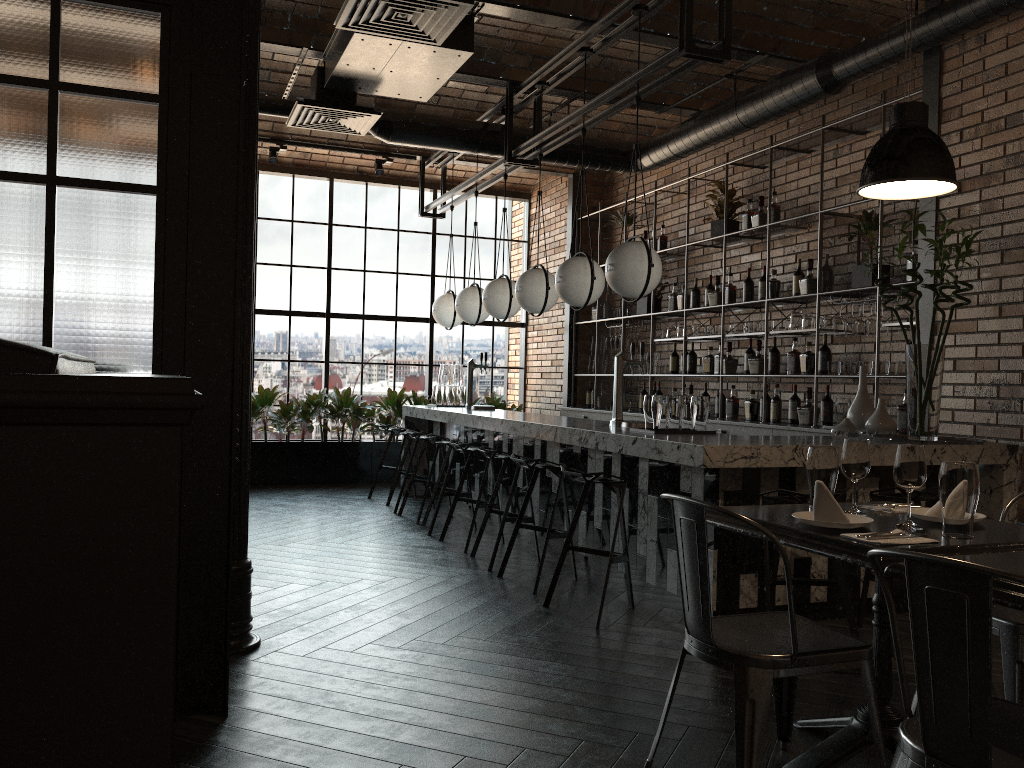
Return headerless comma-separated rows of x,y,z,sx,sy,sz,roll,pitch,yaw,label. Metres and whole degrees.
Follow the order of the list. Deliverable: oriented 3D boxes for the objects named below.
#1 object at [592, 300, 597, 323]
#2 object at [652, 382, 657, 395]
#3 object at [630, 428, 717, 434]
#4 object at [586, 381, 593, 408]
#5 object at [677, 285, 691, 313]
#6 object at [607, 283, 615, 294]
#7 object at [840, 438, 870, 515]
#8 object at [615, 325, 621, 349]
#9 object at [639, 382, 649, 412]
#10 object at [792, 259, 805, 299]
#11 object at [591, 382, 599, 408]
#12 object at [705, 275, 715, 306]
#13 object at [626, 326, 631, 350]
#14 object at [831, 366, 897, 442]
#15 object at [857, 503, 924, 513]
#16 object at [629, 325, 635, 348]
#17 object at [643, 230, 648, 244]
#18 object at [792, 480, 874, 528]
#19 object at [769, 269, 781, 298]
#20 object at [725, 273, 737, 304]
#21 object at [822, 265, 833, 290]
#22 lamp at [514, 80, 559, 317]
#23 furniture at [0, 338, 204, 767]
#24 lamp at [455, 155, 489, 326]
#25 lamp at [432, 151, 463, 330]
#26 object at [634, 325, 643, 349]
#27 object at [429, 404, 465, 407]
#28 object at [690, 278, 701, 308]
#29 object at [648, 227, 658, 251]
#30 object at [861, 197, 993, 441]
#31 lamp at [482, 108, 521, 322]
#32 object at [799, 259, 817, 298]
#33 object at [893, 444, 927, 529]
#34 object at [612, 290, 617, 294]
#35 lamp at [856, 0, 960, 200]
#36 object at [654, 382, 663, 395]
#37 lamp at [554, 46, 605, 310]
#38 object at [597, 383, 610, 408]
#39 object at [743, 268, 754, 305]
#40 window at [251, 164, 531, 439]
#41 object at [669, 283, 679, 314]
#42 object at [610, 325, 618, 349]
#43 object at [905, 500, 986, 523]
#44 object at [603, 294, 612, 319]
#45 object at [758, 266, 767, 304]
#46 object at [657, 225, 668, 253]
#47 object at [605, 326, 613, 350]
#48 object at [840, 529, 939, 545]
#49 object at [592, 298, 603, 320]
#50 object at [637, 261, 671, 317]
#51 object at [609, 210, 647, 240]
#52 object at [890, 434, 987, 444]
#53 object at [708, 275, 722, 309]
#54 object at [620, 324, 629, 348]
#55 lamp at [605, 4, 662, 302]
0.923,-0.821,9.775,0.086,0.298,0.086,2,0,27,object
1.376,0.127,8.559,0.086,0.298,0.086,2,0,27,object
0.904,0.263,4.988,0.437,0.019,0.273,1,0,-21,object
0.863,0.113,9.800,0.086,0.299,0.086,2,0,27,object
1.561,-0.775,8.057,0.094,0.248,0.151,1,0,-18,object
1.029,-1.053,9.185,0.092,0.244,0.092,1,0,-16,object
1.121,0.302,2.899,0.092,0.244,0.092,2,0,40,object
1.090,-0.478,8.991,0.092,0.244,0.092,1,0,-16,object
1.295,0.126,8.696,0.086,0.299,0.086,2,0,27,object
2.137,-0.782,6.605,0.086,0.299,0.086,2,0,27,object
0.904,0.114,9.610,0.086,0.297,0.086,1,0,12,object
1.717,-0.796,7.682,0.086,0.298,0.086,2,0,27,object
1.208,-0.476,9.144,0.092,0.244,0.092,1,0,-16,object
1.872,0.101,4.692,0.319,0.397,0.316,2,0,28,object
1.297,0.419,3.031,0.255,0.019,0.157,1,0,-21,object
1.244,-0.475,9.052,0.092,0.244,0.092,1,0,-16,object
1.314,-1.372,8.730,0.123,0.279,0.123,1,0,-33,object
0.964,0.357,2.667,0.232,0.139,0.232,1,0,-28,object
2.027,-0.761,6.867,0.094,0.248,0.151,1,0,7,object
1.820,-0.785,7.398,0.083,0.282,0.083,1,0,-21,object
2.243,-0.780,6.327,0.086,0.297,0.086,2,0,27,object
0.206,-1.380,6.640,0.340,1.754,0.340,2,0,25,lamp
-3.276,0.467,0.980,5.451,1.212,1.979,1,0,-21,furniture
-0.329,-1.396,8.005,0.340,1.754,0.340,2,0,25,lamp
-0.596,-1.404,8.687,0.340,1.754,0.340,2,0,25,lamp
1.281,-0.473,8.955,0.092,0.244,0.092,1,0,-16,object
-0.601,0.217,8.837,0.437,0.019,0.273,1,0,-21,object
1.637,-0.798,7.903,0.086,0.298,0.086,2,0,27,object
1.371,-1.372,8.583,0.083,0.282,0.083,1,0,-36,object
2.234,-0.468,4.806,0.673,1.546,0.584,2,0,17,object
-0.062,-1.388,7.323,0.340,1.754,0.340,2,0,25,lamp
2.172,-0.772,6.461,0.123,0.279,0.123,1,0,-13,object
1.185,0.304,2.644,0.092,0.244,0.092,2,0,40,object
1.069,-1.052,9.082,0.092,0.244,0.092,1,0,-16,object
1.238,-1.421,2.731,0.291,1.653,0.291,2,0,24,lamp
1.397,0.128,8.440,0.086,0.298,0.086,2,0,27,object
0.473,-1.372,5.958,0.340,1.754,0.340,2,0,25,lamp
0.972,0.126,9.468,0.123,0.279,0.123,1,0,-8,object
1.913,-0.791,7.170,0.086,0.299,0.086,2,0,27,object
-7.360,-0.922,8.126,16.179,3.253,0.168,1,0,-21,window
1.503,-0.795,8.207,0.083,0.282,0.083,1,0,-36,object
1.054,-0.479,9.084,0.092,0.244,0.092,1,0,-16,object
1.380,0.367,2.824,0.232,0.139,0.232,1,0,-27,object
1.019,-0.818,9.455,0.086,0.299,0.086,2,0,27,object
1.999,-0.788,7.027,0.086,0.298,0.086,2,0,27,object
1.431,-1.370,8.428,0.083,0.282,0.083,1,0,-6,object
1.014,-0.481,9.186,0.092,0.244,0.092,1,0,-16,object
1.046,0.414,2.423,0.255,0.019,0.157,1,0,-21,object
0.946,-0.809,9.593,0.123,0.279,0.123,1,0,-32,object
1.342,-0.920,8.553,0.425,0.526,0.430,1,0,-9,object
1.191,-1.513,9.121,0.422,0.554,0.377,1,0,-34,object
2.235,0.300,4.830,0.622,0.014,0.622,2,0,41,object
1.749,-0.785,7.543,0.123,0.279,0.123,1,0,-33,object
1.128,-0.477,8.895,0.092,0.244,0.092,1,0,-16,object
0.740,-1.363,5.276,0.340,1.754,0.340,2,0,25,lamp
